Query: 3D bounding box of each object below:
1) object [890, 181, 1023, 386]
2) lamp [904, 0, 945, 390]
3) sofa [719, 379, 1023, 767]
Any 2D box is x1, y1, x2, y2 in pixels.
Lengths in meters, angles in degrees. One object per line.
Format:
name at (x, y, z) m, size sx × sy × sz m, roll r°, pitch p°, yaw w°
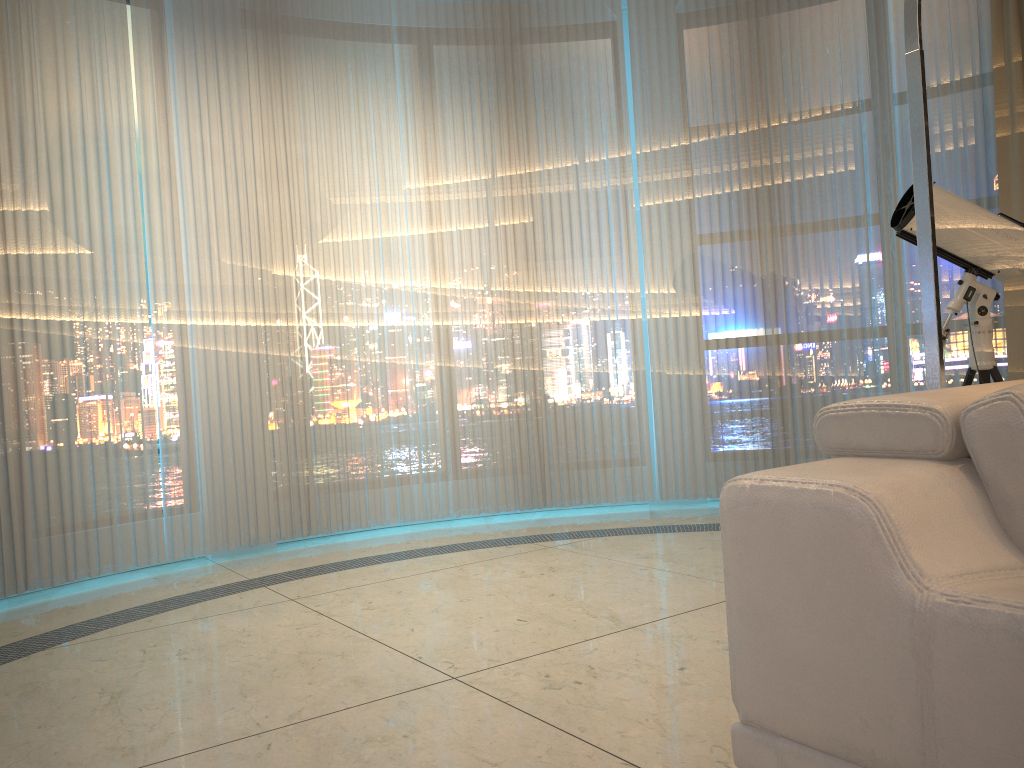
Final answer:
object at (1.864, -0.075, 3.394) m, size 0.616 × 1.471 × 0.570 m, roll -4°, pitch 0°, yaw -28°
lamp at (1.590, -0.569, 1.434) m, size 0.393 × 2.519 × 2.009 m, roll -4°, pitch 0°, yaw -34°
sofa at (1.586, 0.316, 1.532) m, size 2.328 × 0.754 × 1.145 m, roll -4°, pitch 0°, yaw -34°
